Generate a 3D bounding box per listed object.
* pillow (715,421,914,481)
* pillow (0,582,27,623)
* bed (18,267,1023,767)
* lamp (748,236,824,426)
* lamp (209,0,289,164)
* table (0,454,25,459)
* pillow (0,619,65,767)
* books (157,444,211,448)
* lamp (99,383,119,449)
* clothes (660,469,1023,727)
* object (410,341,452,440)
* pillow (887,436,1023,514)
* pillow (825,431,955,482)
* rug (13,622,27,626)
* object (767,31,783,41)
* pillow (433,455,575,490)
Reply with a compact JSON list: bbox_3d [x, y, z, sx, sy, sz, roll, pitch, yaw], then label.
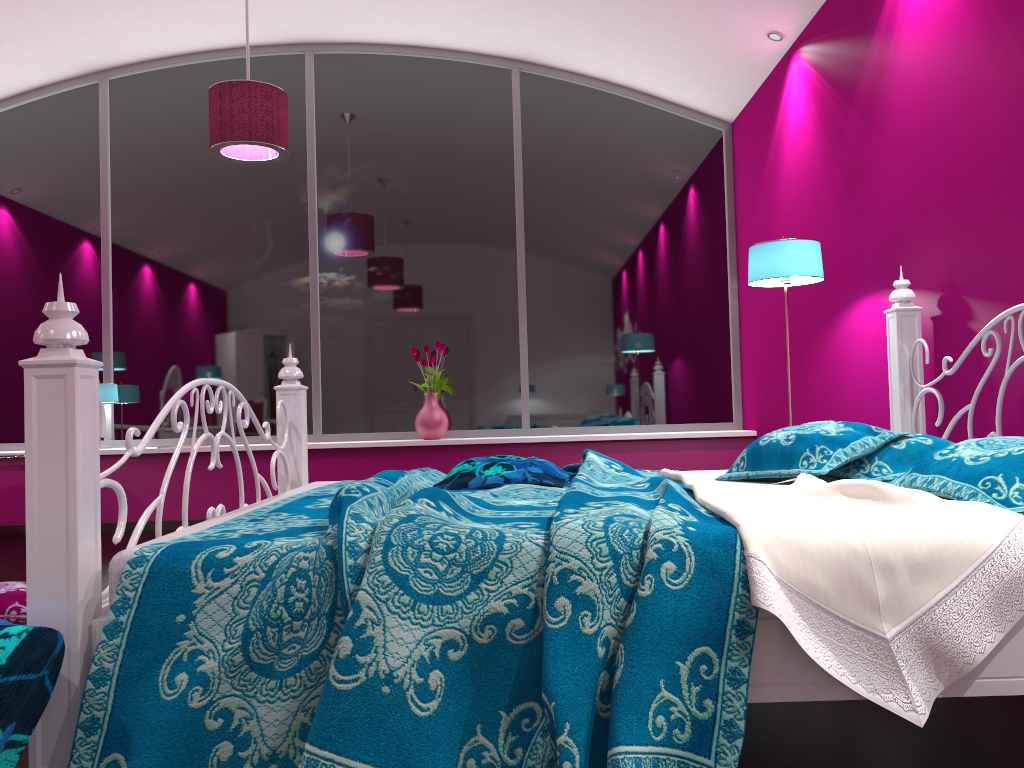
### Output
[{"bbox_3d":[0.887,0.198,2.609,0.418,0.176,0.404,-1,-2,-32],"label":"pillow"},{"bbox_3d":[-1.787,0.744,3.025,0.401,0.107,0.419,-1,-2,-15],"label":"pillow"},{"bbox_3d":[0.314,0.157,2.388,2.317,1.143,2.167,-2,-2,0],"label":"bed"},{"bbox_3d":[1.140,0.067,3.635,0.303,1.352,0.303,-3,-2,45],"label":"lamp"},{"bbox_3d":[-1.314,-1.707,4.409,0.377,1.129,0.377,-1,-2,-17],"label":"lamp"},{"bbox_3d":[-3.094,0.653,4.836,0.770,0.500,0.771,-3,-2,44],"label":"table"},{"bbox_3d":[-0.887,0.556,1.374,0.402,0.357,0.264,-3,-2,40],"label":"pillow"},{"bbox_3d":[-2.038,0.390,5.544,0.300,0.007,0.220,-1,-2,-11],"label":"books"},{"bbox_3d":[-2.598,0.192,5.580,0.229,0.438,0.229,-3,-2,45],"label":"lamp"},{"bbox_3d":[0.626,0.395,1.968,0.553,0.376,1.036,-1,-2,-5],"label":"clothes"},{"bbox_3d":[-0.505,0.044,5.590,0.242,0.614,0.264,-1,-2,-32],"label":"object"},{"bbox_3d":[1.118,0.192,1.972,0.401,0.141,0.717,-2,-2,2],"label":"pillow"},{"bbox_3d":[1.109,0.215,2.708,0.401,0.141,0.717,-1,-2,-5],"label":"pillow"},{"bbox_3d":[-1.938,0.788,2.322,1.400,0.018,2.100,-2,-2,0],"label":"rug"},{"bbox_3d":[1.344,-1.779,4.514,0.085,0.058,0.080,-2,-2,0],"label":"object"},{"bbox_3d":[-0.024,0.287,2.762,0.425,0.127,0.404,-2,-2,10],"label":"pillow"}]
